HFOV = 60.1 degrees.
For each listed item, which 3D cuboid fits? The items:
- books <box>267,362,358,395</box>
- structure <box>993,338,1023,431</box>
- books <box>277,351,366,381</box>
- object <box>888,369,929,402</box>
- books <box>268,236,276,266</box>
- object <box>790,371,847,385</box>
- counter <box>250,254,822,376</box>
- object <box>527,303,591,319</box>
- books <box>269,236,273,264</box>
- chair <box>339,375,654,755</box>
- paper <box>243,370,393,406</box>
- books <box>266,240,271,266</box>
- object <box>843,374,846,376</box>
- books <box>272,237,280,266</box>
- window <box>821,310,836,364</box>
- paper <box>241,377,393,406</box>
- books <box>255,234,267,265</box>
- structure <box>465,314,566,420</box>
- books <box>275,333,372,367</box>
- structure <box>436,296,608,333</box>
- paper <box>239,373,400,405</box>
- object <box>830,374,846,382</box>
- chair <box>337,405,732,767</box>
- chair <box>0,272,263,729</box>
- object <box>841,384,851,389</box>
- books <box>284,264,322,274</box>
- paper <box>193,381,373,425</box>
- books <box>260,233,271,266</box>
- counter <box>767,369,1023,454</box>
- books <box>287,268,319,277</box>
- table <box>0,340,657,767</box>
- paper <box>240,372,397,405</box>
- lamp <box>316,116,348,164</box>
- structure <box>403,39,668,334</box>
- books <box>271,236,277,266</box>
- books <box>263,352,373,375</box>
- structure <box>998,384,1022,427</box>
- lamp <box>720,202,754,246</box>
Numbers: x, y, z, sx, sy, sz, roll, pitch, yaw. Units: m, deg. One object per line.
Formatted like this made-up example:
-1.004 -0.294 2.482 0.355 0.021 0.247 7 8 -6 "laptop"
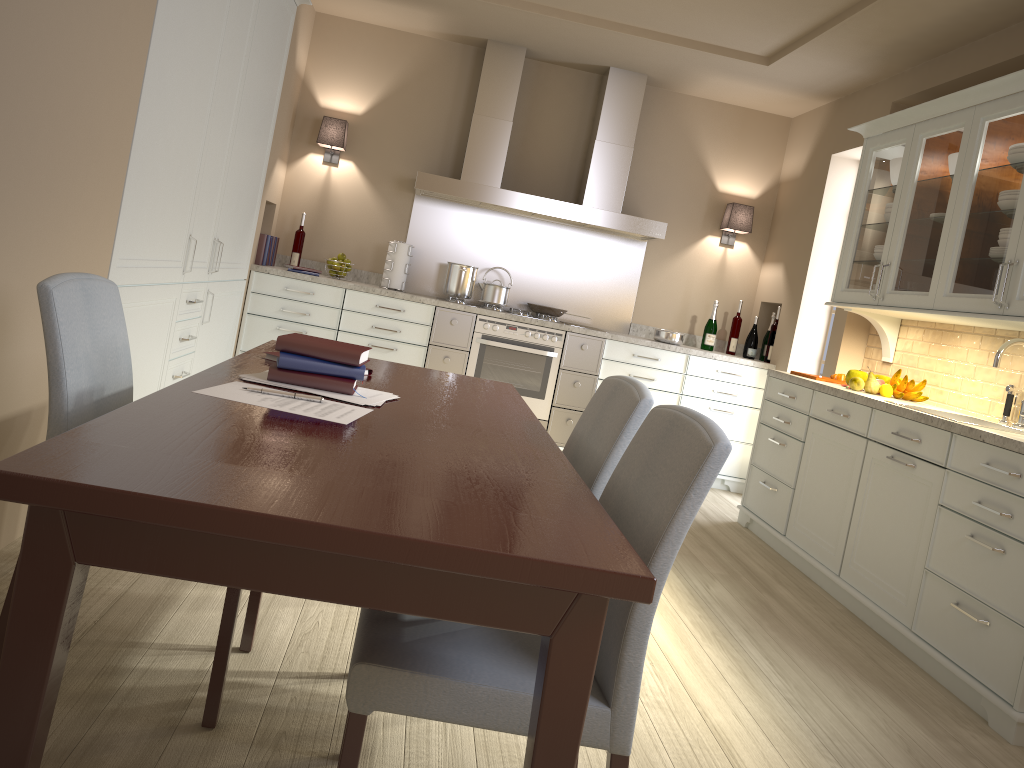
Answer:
-0.433 -0.016 1.951 0.182 0.032 0.165 10 6 -6 "books"
1.872 0.001 3.269 0.211 0.336 0.142 11 3 4 "structure"
-0.423 -0.047 1.951 0.182 0.032 0.166 9 6 -16 "books"
1.749 0.001 3.967 0.180 0.136 0.198 9 5 -25 "object"
-1.554 -0.833 5.447 0.164 0.182 0.032 11 2 -6 "books"
1.601 -0.018 4.442 0.349 0.020 0.202 9 7 -21 "object"
0.047 -0.458 5.541 3.839 0.113 0.582 10 6 -6 "counter"
0.268 -0.447 5.537 0.263 0.051 0.428 6 8 -38 "object"
-1.543 -0.822 5.357 0.164 0.181 0.092 11 3 -6 "books"
-0.044 0.351 1.934 0.505 0.825 0.401 11 3 -6 "chair"
-0.416 0.006 1.936 0.290 0.001 0.211 11 6 -1 "paper"
-1.540 -0.816 5.325 0.165 0.182 0.091 11 3 -3 "books"
1.688 -0.034 4.513 0.099 0.037 0.044 12 4 4 "object"
-1.548 -0.838 5.512 0.164 0.182 0.032 11 2 -6 "books"
1.913 -0.385 5.027 0.010 1.195 0.411 11 2 -7 "window"
-0.416 0.007 1.936 0.290 0.001 0.211 12 6 4 "paper"
-1.536 -0.802 5.197 0.164 0.182 0.032 11 2 -6 "books"
-0.026 -0.083 5.531 0.540 0.694 0.583 11 4 -6 "structure"
-0.411 -0.077 1.951 0.182 0.032 0.165 11 6 -1 "books"
0.052 -0.444 5.483 1.047 0.031 0.401 10 6 -6 "structure"
-0.416 0.006 1.936 0.291 0.001 0.210 13 6 14 "paper"
1.637 -0.032 4.408 0.099 0.037 0.044 14 5 24 "object"
-0.001 0.409 1.481 0.505 0.825 0.401 11 3 -6 "chair"
-0.764 0.213 1.906 0.505 0.825 0.401 11 3 -6 "chair"
1.544 0.014 4.060 0.040 0.013 0.155 12 6 9 "object"
-1.248 -0.686 5.268 0.182 0.017 0.166 7 8 -36 "books"
-0.429 0.033 1.692 0.290 0.001 0.211 12 6 4 "paper"
-1.523 -0.804 5.231 0.164 0.182 0.032 11 2 -6 "books"
1.688 0.123 3.544 0.522 0.035 2.212 10 6 -7 "counter"
-1.241 -0.666 5.256 0.182 0.017 0.166 9 6 -16 "books"
-0.347 0.377 1.866 0.750 0.677 1.770 11 6 -7 "table"
-0.416 0.005 1.936 0.291 0.001 0.211 12 6 9 "paper"
-1.124 -1.528 5.548 0.169 0.258 0.193 11 3 -6 "lamp"
0.193 -1.241 5.562 1.556 1.674 0.449 11 2 -6 "structure"
-1.554 -0.838 5.480 0.164 0.182 0.032 11 2 -6 "books"
-0.498 -0.052 2.273 0.216 0.017 0.193 14 7 24 "books"
1.917 0.084 3.404 0.056 0.162 0.043 11 2 -6 "structure"
1.473 -1.049 5.821 0.169 0.258 0.193 11 3 -6 "lamp"
